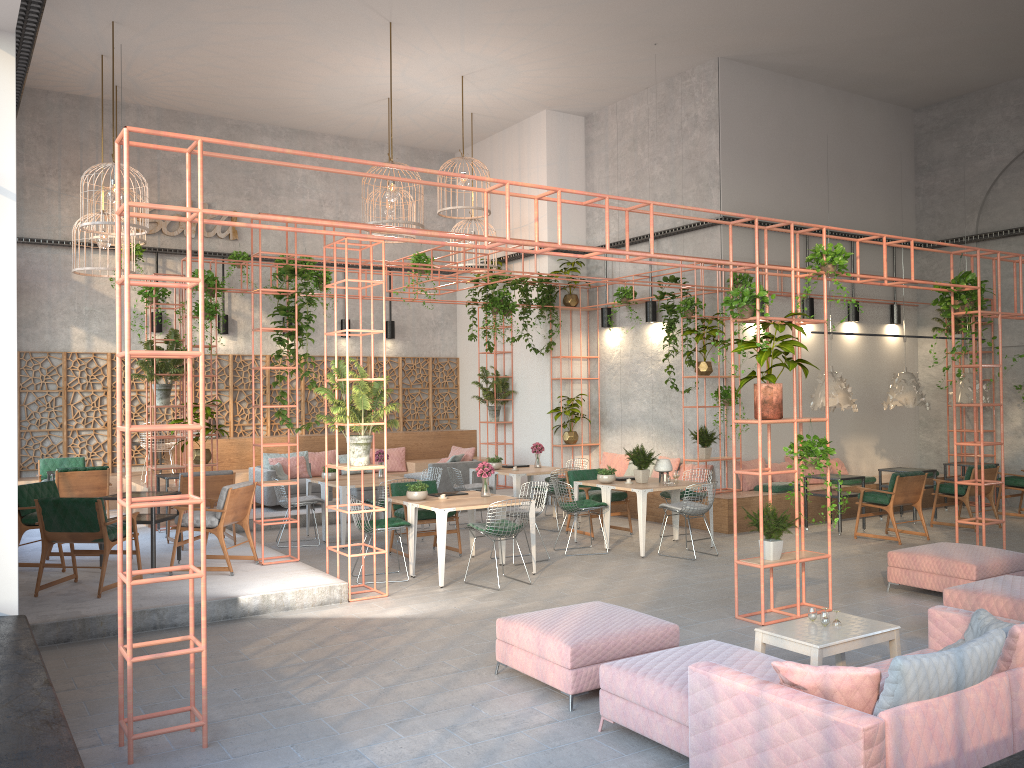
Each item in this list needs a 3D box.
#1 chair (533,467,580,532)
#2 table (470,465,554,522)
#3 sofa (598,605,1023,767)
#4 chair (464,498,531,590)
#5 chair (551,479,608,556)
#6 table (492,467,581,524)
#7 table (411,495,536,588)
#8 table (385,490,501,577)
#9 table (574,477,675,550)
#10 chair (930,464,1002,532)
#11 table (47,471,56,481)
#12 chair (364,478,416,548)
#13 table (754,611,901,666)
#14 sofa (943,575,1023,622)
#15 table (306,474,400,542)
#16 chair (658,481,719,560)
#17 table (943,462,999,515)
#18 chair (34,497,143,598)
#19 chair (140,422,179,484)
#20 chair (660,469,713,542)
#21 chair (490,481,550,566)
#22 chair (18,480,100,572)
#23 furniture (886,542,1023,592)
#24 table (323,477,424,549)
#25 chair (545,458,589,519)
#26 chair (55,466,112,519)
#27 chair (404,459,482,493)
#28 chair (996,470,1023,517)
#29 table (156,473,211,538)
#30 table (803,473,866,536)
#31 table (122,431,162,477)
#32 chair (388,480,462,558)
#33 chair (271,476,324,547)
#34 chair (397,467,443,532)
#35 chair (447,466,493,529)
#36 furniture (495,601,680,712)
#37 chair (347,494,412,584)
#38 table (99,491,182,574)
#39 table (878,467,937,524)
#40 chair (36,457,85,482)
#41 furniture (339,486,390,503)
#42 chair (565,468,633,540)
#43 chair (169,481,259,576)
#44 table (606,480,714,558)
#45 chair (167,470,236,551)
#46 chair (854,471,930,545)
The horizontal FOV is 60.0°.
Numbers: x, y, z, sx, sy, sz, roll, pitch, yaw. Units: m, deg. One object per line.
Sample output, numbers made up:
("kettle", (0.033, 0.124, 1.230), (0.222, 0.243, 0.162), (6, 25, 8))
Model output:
("chair", (0.671, 1.707, 13.389), (0.565, 0.941, 0.717), (0, -1, -36))
("table", (0.006, 1.774, 14.385), (1.205, 0.830, 0.694), (0, -1, -33))
("sofa", (1.835, 1.717, 4.991), (2.219, 0.672, 1.960), (0, -1, -32))
("chair", (-0.142, 1.664, 9.496), (0.565, 0.941, 0.717), (0, -1, -36))
("chair", (0.870, 1.676, 11.347), (0.717, 0.941, 0.565), (0, -1, -16))
("table", (0.385, 1.761, 13.801), (1.214, 0.830, 0.694), (0, -1, -33))
("table", (-0.428, 1.730, 9.908), (1.214, 0.830, 0.694), (0, -1, -33))
("table", (-0.807, 1.743, 10.492), (1.205, 0.830, 0.694), (0, -1, -33))
("table", (1.528, 1.722, 12.008), (1.205, 0.830, 0.694), (0, -1, -33))
("chair", (6.640, 1.637, 12.976), (0.722, 0.930, 0.685), (0, -1, -33))
("table", (-6.356, 1.663, 12.816), (0.602, 0.798, 0.635), (0, -1, -33))
("chair", (-1.632, 1.716, 11.914), (0.565, 0.941, 0.717), (0, -1, -36))
("table", (2.093, 1.837, 5.871), (0.916, 0.455, 0.520), (0, -1, -33))
("sofa", (4.813, 1.706, 6.897), (2.219, 0.672, 1.960), (0, -1, -32))
("table", (-2.298, 1.782, 12.911), (1.205, 0.830, 0.694), (0, -1, -33))
("chair", (2.193, 1.655, 11.011), (0.565, 0.941, 0.717), (0, -1, -36))
("table", (7.611, 1.716, 14.702), (0.602, 0.798, 0.635), (0, -1, -33))
("chair", (-4.065, 1.519, 8.510), (0.722, 0.914, 0.685), (-1, -1, 7))
("chair", (-5.437, 1.042, 13.665), (0.565, 0.941, 0.717), (0, -1, -24))
("chair", (2.430, 1.671, 12.355), (0.717, 0.941, 0.565), (0, -1, -31))
("chair", (0.095, 1.679, 10.839), (0.717, 0.941, 0.565), (0, -1, -31))
("chair", (-5.034, 1.547, 9.791), (0.685, 0.917, 0.722), (-1, -1, 7))
("furniture", (4.400, 1.845, 8.751), (0.976, 0.446, 0.941), (0, -1, -33))
("table", (-1.920, 1.770, 12.328), (1.214, 0.830, 0.694), (0, -1, -33))
("chair", (0.908, 1.723, 14.732), (0.717, 0.941, 0.565), (0, -1, -31))
("chair", (-5.886, 1.584, 12.092), (0.722, 0.929, 0.685), (0, -1, -33))
("chair", (-1.248, 1.702, 15.995), (1.052, 0.672, 1.127), (0, -1, -33))
("chair", (8.100, 1.632, 13.911), (0.722, 0.930, 0.685), (0, -1, -33))
("table", (-4.466, 1.629, 12.051), (0.602, 0.798, 0.635), (0, -1, -33))
("table", (4.656, 1.727, 12.810), (0.602, 0.798, 0.635), (0, -1, -33))
("table", (-6.296, 1.145, 15.036), (0.602, 0.798, 0.635), (0, -1, -33))
("chair", (-1.115, 1.703, 11.160), (0.722, 0.917, 0.685), (0, -1, -33))
("chair", (-2.955, 1.737, 12.250), (0.717, 0.941, 0.565), (0, -1, -16))
("chair", (-1.395, 1.731, 13.257), (0.717, 0.941, 0.565), (0, -1, -31))
("chair", (-0.651, 1.728, 13.724), (0.717, 0.941, 0.565), (0, -1, -16))
("furniture", (0.526, 1.860, 6.272), (0.976, 0.446, 0.941), (0, -1, -33))
("chair", (-1.465, 1.685, 9.831), (0.717, 0.941, 0.565), (0, -1, -16))
("table", (-3.998, 1.589, 9.554), (0.635, 0.798, 0.602), (-1, -1, 7))
("table", (6.133, 1.722, 13.756), (0.602, 0.798, 0.635), (0, -1, -33))
("chair", (-6.944, 1.620, 13.745), (0.722, 0.929, 0.685), (0, -1, -33))
("furniture", (-2.430, 1.821, 15.365), (0.975, 0.446, 0.941), (0, -1, -33))
("chair", (1.221, 1.695, 12.675), (0.722, 0.917, 0.685), (0, -1, -33))
("chair", (-3.156, 1.521, 9.452), (0.685, 0.914, 0.722), (-1, -1, 7))
("table", (1.906, 1.709, 11.424), (1.214, 0.830, 0.694), (0, -1, -33))
("chair", (-3.882, 1.546, 11.122), (0.722, 0.929, 0.685), (0, -1, -33))
("chair", (5.149, 1.643, 12.022), (0.722, 0.929, 0.685), (0, -1, -33))
